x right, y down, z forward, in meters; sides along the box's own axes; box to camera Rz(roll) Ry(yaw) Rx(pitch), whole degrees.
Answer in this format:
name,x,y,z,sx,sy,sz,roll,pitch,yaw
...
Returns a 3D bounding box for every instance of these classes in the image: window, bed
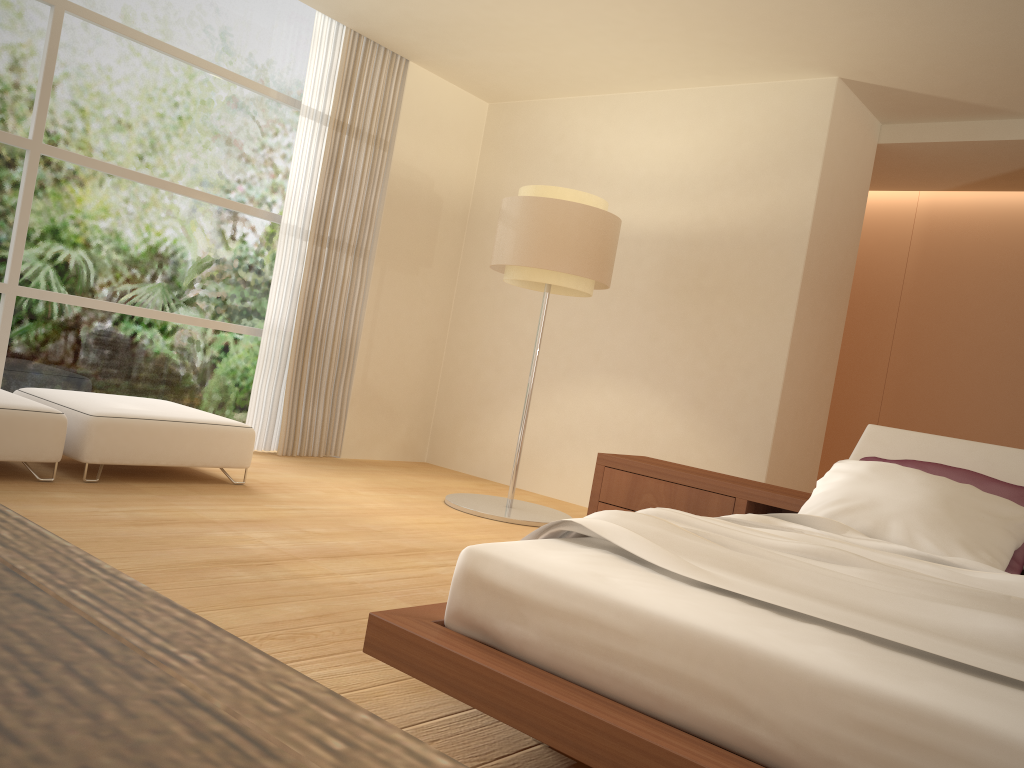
name,x,y,z,sx,sy,sz,roll,pitch,yaw
window,-2.785,-1.383,5.162,0.071,3.371,4.781,10,1,39
bed,1.329,0.796,2.349,2.599,0.570,2.535,10,1,39

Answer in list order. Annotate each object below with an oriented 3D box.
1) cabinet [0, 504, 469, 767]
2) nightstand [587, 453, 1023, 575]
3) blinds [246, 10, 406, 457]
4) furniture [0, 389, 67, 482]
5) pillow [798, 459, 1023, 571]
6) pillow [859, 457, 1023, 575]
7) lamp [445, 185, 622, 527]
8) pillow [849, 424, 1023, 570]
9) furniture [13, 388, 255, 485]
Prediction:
name,x,y,z,sx,sy,sz,roll,pitch,yaw
cabinet,-0.874,0.377,0.729,3.713,0.662,0.588,10,1,39
nightstand,2.164,0.946,3.486,4.220,0.539,0.493,10,1,39
blinds,-1.323,-1.130,6.507,0.202,3.351,0.814,10,1,38
furniture,-2.722,0.174,4.049,0.964,0.346,0.965,10,1,39
pillow,1.826,0.547,2.963,1.720,0.339,0.561,10,1,39
pillow,1.991,0.560,3.178,1.683,0.369,0.575,10,1,39
lamp,0.153,-0.182,5.602,0.817,2.018,0.817,10,1,-8
pillow,2.200,0.520,3.438,1.779,0.457,0.461,10,1,38
furniture,-2.080,0.279,4.855,0.964,0.346,0.965,10,1,39
